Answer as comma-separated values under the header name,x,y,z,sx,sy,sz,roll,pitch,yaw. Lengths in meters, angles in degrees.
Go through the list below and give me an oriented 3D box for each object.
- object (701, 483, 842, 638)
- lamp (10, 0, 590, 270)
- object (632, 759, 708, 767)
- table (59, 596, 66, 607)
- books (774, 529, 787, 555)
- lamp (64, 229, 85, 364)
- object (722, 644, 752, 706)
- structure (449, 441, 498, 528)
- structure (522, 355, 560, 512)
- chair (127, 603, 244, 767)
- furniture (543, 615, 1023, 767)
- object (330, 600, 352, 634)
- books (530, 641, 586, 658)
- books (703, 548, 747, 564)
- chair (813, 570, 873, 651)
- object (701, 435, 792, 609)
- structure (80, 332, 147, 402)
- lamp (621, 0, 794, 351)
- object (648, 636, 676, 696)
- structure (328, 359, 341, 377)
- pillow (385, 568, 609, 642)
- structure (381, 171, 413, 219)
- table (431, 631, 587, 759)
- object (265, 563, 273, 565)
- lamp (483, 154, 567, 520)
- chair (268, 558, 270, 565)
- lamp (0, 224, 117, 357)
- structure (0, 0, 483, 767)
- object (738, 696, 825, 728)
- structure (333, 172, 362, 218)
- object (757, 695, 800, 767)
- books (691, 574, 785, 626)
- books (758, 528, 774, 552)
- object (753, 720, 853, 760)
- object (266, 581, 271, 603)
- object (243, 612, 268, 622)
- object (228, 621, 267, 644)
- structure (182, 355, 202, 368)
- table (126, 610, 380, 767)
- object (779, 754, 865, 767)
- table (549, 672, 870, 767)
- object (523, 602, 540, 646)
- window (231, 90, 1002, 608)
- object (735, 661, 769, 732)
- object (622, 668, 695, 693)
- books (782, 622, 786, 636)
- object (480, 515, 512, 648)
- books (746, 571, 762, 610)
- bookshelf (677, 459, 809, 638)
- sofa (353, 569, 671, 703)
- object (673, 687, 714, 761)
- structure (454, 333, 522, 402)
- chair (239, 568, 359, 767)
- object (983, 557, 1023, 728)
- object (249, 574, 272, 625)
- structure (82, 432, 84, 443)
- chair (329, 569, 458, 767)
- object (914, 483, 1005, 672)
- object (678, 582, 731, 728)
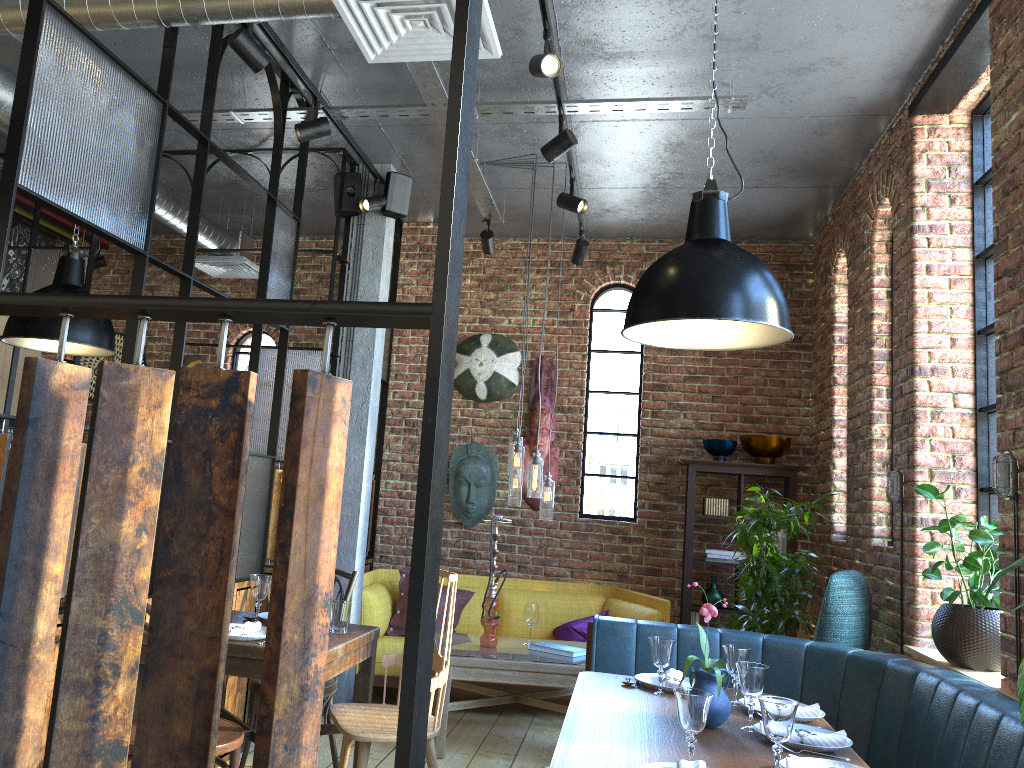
name,x,y,z,sx,sy,sz,roll,pitch,yaw
object,1.461,1.324,5.011,0.715,1.532,0.870,5,-9,-11
lamp,-2.933,-1.502,3.805,6.387,0.274,7.071,3,-8,10
object,0.440,0.920,2.043,0.333,0.051,0.262,2,-8,14
table,-2.289,1.309,4.076,0.742,0.729,1.009,3,-8,10
books,1.774,1.088,5.863,0.081,0.258,0.174,2,-8,9
lamp,-3.223,-0.625,6.493,0.371,1.338,0.364,3,-9,3
object,0.778,1.012,3.059,0.103,0.192,0.093,-3,-11,39
structure,-0.296,0.745,6.525,0.375,0.641,0.101,2,-9,14
structure,0.213,0.369,6.529,0.217,1.149,0.236,9,-10,-33
chair,-1.143,1.141,2.904,0.457,0.923,0.524,-2,-10,32
furniture,0.829,1.293,2.520,1.391,0.824,2.557,3,-8,9
object,-0.685,0.928,3.511,0.084,0.120,0.084,4,-8,0
books,0.251,1.444,4.799,0.285,0.028,0.153,-1,-9,35
books,1.429,1.158,5.918,0.274,0.080,0.174,3,-8,12
chair,1.167,1.417,4.273,1.078,1.100,0.770,-2,-10,34
object,1.524,1.224,5.872,0.616,1.766,0.322,3,-9,6
structure,-3.368,-0.130,7.385,0.674,0.621,0.077,2,-9,11
lamp,0.662,-0.808,2.929,0.550,1.330,0.506,-1,-10,28
object,0.528,1.001,3.126,0.103,0.192,0.093,-3,-11,39
structure,-1.483,0.144,6.899,0.601,0.729,0.124,2,-9,12
pillow,-0.073,1.500,5.853,1.498,0.455,0.398,4,-8,1
structure,-0.723,-1.155,5.398,0.158,0.268,0.192,11,-11,-39
table,0.029,1.699,4.795,0.931,0.510,0.752,5,-8,-4
object,-1.723,1.204,5.889,0.276,0.051,0.316,3,-8,14
lamp,0.031,-0.292,5.187,0.525,2.125,0.275,-2,-11,35
chair,-1.512,1.395,5.271,0.535,1.008,0.450,4,-9,-2
lamp,-2.160,-0.831,4.390,0.548,1.330,0.509,0,-9,23
structure,-3.461,-0.187,3.411,5.992,3.335,5.876,5,-8,-6
object,0.901,1.079,2.958,0.276,0.051,0.316,3,-8,14
structure,-1.023,-1.170,5.470,0.180,0.268,0.169,6,-9,-16
object,0.661,0.885,2.192,0.103,0.192,0.093,-3,-11,39
books,1.488,1.515,5.852,0.598,0.576,0.186,2,-9,11
books,1.673,1.084,5.895,0.126,0.259,0.159,2,-9,10
object,0.854,1.028,2.601,0.276,0.051,0.316,3,-8,14
object,-0.898,0.855,3.358,0.094,0.192,0.102,9,-10,-32
object,-0.940,0.965,3.671,0.333,0.051,0.262,2,-8,14
object,-0.986,0.904,3.240,0.333,0.051,0.262,2,-8,14
structure,-2.677,0.305,7.141,0.236,1.123,0.091,2,-9,12
table,-1.002,1.321,3.415,0.765,0.729,0.734,3,-8,11
object,0.811,0.972,2.213,0.276,0.051,0.316,3,-8,14
table,0.555,1.363,2.579,0.838,0.663,1.507,3,-8,9
object,0.108,1.356,4.983,0.086,0.229,0.095,11,-11,-41
window,1.081,-0.111,3.966,3.319,2.436,8.811,8,-8,-25
object,0.734,0.960,2.704,0.103,0.192,0.093,-3,-11,39
object,0.574,1.095,3.259,0.333,0.051,0.262,2,-8,14
books,1.735,1.677,5.775,0.086,0.273,0.185,2,-8,9
object,-0.105,1.075,4.805,0.170,0.706,0.258,4,-9,1
books,1.610,1.371,5.850,0.087,0.273,0.169,2,-9,9
bookshelf,1.500,1.369,5.867,0.833,1.672,0.309,2,-9,12
sofa,-0.074,1.694,5.785,1.984,0.765,0.792,5,-8,-3
object,0.452,0.872,2.213,0.103,0.192,0.093,-3,-11,39
structure,-0.196,-0.126,6.650,0.542,0.522,0.144,2,-9,12
chair,-0.956,1.297,3.949,0.409,0.917,0.514,3,-8,5
object,1.483,0.485,2.093,0.619,0.753,0.718,3,-8,9
object,-1.027,0.875,3.579,0.096,0.192,0.100,6,-9,-14
structure,-3.746,0.556,7.344,0.331,0.561,0.111,2,-9,12
chair,-0.453,1.221,3.373,0.439,1.008,0.548,7,-9,-18
object,1.728,0.716,3.280,0.403,0.665,0.488,-2,-10,34
object,0.612,0.835,2.735,0.142,0.432,0.208,-1,-10,28
